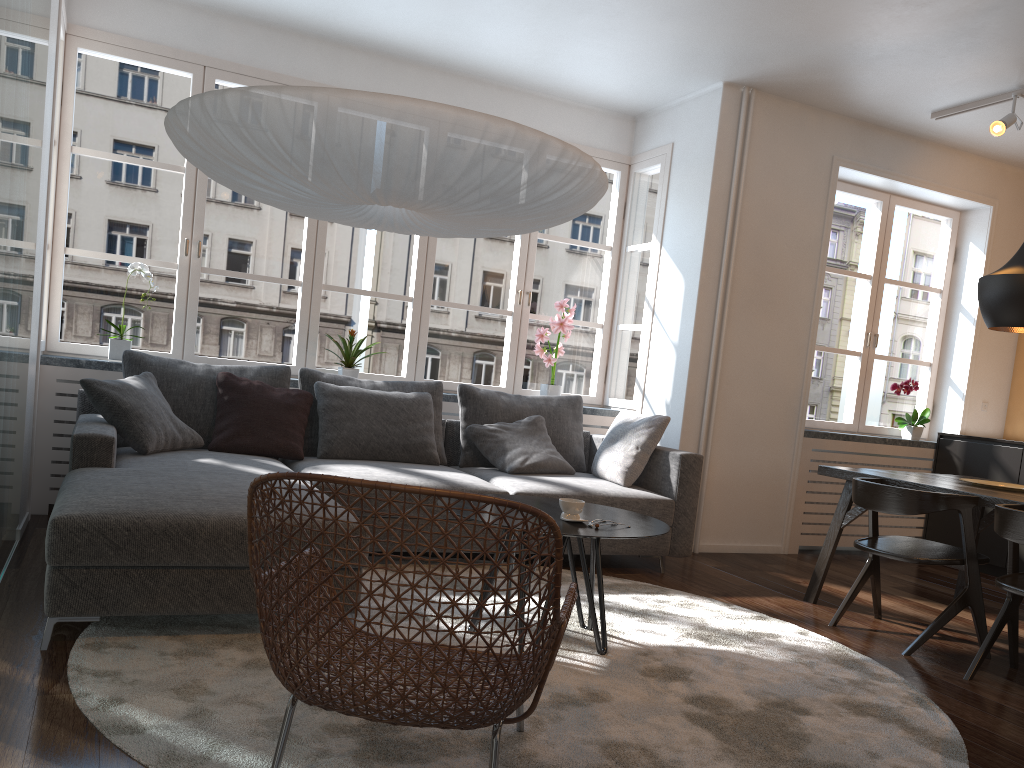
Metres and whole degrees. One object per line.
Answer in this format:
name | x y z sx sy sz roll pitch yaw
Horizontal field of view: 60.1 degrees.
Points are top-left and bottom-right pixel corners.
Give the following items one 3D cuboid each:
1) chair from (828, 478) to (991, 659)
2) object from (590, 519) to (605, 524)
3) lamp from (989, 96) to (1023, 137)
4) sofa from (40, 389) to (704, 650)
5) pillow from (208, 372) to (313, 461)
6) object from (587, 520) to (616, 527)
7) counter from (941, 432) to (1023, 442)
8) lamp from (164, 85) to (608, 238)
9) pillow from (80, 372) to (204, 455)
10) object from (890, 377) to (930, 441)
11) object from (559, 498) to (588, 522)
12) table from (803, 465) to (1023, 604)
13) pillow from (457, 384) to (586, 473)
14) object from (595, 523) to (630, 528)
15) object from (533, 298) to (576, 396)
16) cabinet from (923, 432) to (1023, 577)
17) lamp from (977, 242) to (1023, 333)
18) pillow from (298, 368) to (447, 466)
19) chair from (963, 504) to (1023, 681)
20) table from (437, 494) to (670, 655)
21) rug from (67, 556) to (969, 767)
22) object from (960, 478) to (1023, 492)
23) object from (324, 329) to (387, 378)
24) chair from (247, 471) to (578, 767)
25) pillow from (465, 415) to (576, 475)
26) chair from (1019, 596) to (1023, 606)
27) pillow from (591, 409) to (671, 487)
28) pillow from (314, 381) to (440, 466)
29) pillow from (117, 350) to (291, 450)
chair | 1.720 0.774 3.824 0.521 0.674 0.589 5 3 -26
object | 0.300 0.482 3.118 0.026 0.010 0.124 7 1 32
lamp | 2.682 -1.442 4.787 0.251 0.241 0.084 4 4 -38
sofa | -0.387 0.549 4.120 3.075 0.675 2.028 6 1 -25
pillow | -1.252 0.163 4.457 0.522 0.405 0.309 5 3 -23
object | 0.316 0.481 3.063 0.025 0.016 0.164 7 1 40
counter | 4.349 0.495 4.052 0.734 0.002 5.031 6 0 -25
lamp | -0.412 -0.673 3.039 1.468 0.211 1.467 6 0 12
pillow | -1.698 0.130 4.094 0.346 0.361 0.514 7 2 15
object | 2.790 0.172 6.169 0.228 0.439 0.406 9 4 42
object | 0.212 0.443 3.080 0.091 0.069 0.138 6 1 -13
table | 2.492 0.853 3.518 1.109 0.682 2.486 5 1 -25
pillow | 0.071 0.276 5.239 0.838 0.479 0.273 5 3 -24
object | 0.348 0.485 3.036 0.168 0.015 0.014 6 2 -37
object | 0.272 -0.216 5.783 0.295 0.694 0.201 10 6 44
cabinet | 4.302 0.942 4.087 0.734 0.903 5.034 5 1 -25
lamp | 2.375 -0.516 4.053 0.410 0.544 0.409 7 3 9
pillow | -0.761 0.187 4.864 0.841 0.477 0.275 5 3 -24
chair | 2.006 0.808 3.209 0.521 0.674 0.589 5 3 -24
table | 0.125 0.706 3.240 0.849 0.475 0.842 6 1 -22
rug | 0.023 0.929 3.117 2.844 0.012 2.821 6 0 -45
object | 2.281 0.476 4.125 0.356 0.017 0.354 6 0 -21
object | -0.929 -0.160 5.237 0.321 0.330 0.377 8 3 40
chair | -0.222 0.546 2.062 0.717 0.713 0.683 6 3 8
pillow | 0.054 0.335 4.975 0.493 0.322 0.441 5 2 -43
chair | 2.878 0.895 4.338 0.521 0.674 0.589 4 3 -28
pillow | 0.626 0.354 4.995 0.287 0.416 0.491 5 3 -26
pillow | -0.718 0.218 4.731 0.668 0.399 0.290 5 3 -25
pillow | -1.545 0.107 4.489 0.838 0.480 0.273 5 3 -24
